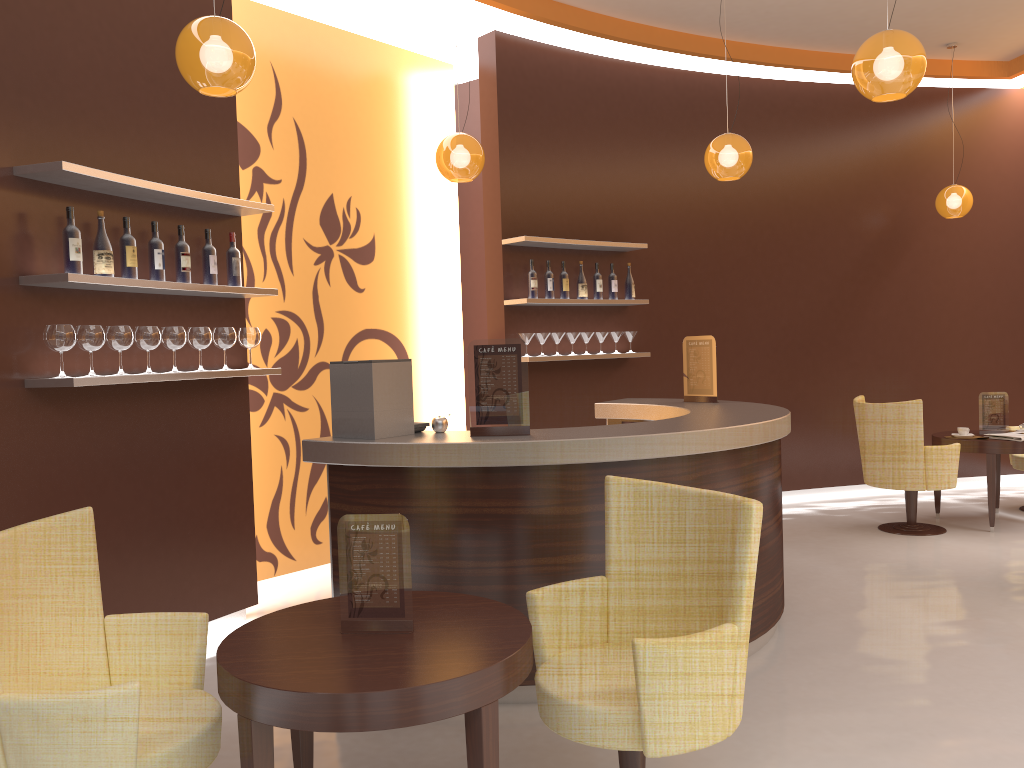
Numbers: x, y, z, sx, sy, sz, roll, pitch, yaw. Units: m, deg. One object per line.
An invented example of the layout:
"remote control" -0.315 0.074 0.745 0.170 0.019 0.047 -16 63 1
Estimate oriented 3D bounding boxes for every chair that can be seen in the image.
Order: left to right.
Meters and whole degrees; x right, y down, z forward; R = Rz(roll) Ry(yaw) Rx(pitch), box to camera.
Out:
"chair" -1.167 0.901 2.462 0.685 1.017 0.729 -2 2 -1
"chair" 0.407 0.839 2.743 0.685 1.017 0.729 -3 3 -30
"chair" 2.982 0.602 6.722 0.685 1.017 0.729 -2 2 -11
"chair" 4.479 0.532 7.273 0.685 1.017 0.729 -2 2 -9

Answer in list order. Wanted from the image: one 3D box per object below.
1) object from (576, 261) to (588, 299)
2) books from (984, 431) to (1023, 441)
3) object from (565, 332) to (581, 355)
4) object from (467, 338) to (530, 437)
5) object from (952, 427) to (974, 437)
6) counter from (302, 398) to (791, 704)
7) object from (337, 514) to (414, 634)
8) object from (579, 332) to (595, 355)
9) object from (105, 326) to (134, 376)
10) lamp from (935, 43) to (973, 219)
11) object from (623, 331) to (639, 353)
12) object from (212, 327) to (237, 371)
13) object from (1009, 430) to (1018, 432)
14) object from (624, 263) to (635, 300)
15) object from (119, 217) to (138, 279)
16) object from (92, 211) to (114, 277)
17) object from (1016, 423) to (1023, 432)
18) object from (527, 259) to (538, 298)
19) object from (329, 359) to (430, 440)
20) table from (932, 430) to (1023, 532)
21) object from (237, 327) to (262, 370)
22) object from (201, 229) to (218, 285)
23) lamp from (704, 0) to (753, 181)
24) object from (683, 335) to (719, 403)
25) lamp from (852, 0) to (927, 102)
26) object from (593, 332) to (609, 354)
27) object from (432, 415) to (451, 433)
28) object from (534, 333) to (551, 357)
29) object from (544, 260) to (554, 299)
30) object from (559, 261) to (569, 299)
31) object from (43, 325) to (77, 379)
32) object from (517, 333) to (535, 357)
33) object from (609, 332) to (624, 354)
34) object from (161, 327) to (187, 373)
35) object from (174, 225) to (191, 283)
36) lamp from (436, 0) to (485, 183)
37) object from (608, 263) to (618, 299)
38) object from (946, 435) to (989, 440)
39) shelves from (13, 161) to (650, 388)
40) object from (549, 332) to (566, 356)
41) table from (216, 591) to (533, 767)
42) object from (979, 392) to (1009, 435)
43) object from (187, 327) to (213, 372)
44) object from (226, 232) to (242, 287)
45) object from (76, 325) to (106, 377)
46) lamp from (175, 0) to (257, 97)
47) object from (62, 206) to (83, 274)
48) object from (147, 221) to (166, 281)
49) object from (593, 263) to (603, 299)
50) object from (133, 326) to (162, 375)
"object" 0.540 -0.801 6.879 0.086 0.303 0.086 -3 2 -24
"books" 3.797 0.390 6.646 0.367 0.035 0.345 -3 2 -18
"object" 0.465 -0.307 6.824 0.137 0.174 0.137 -3 3 -33
"object" -0.057 0.014 3.795 0.258 0.414 0.052 -2 2 6
"object" 3.466 0.372 6.816 0.153 0.069 0.153 -1 2 18
"counter" 0.594 0.719 4.622 1.586 1.100 2.917 0 3 37
"object" -0.388 0.536 2.515 0.209 0.335 0.042 -2 2 6
"object" 0.579 -0.315 6.916 0.137 0.174 0.137 -3 3 -33
"object" -1.760 -0.149 3.981 0.125 0.221 0.125 -1 2 17
"lamp" 3.861 -2.212 7.763 0.299 1.500 0.299 -2 2 -8
"object" 0.959 -0.337 7.184 0.137 0.174 0.137 -3 3 -33
"object" -1.485 -0.181 4.586 0.125 0.221 0.125 -1 2 17
"object" 4.082 0.375 6.972 0.239 0.021 0.464 -2 2 -12
"object" 0.947 -0.825 7.157 0.086 0.303 0.086 -2 2 6
"object" -1.750 -0.611 4.041 0.073 0.297 0.073 -4 3 -39
"object" -1.806 -0.610 3.909 0.086 0.303 0.086 -3 3 -29
"object" 4.062 0.346 6.975 0.153 0.069 0.153 -3 2 -25
"object" 0.150 -0.770 6.545 0.073 0.297 0.073 -1 3 30
"object" -0.590 0.060 4.030 0.270 0.340 0.373 0 3 37
"table" 3.761 0.738 6.916 0.872 0.679 0.874 -1 2 28
"object" -1.398 -0.189 4.731 0.125 0.221 0.125 -1 2 17
"object" -1.535 -0.636 4.495 0.073 0.297 0.073 -2 2 -11
"lamp" 1.349 -2.046 5.586 0.299 1.500 0.299 -1 2 10
"object" 1.169 -0.092 5.526 0.052 0.414 0.258 -4 3 -39
"lamp" 1.606 -1.986 3.805 0.299 1.500 0.299 -3 3 -30
"object" 0.704 -0.322 7.006 0.137 0.174 0.137 -3 3 -33
"object" -0.330 0.182 4.051 0.075 0.077 0.075 -4 3 -39
"object" 0.225 -0.294 6.630 0.137 0.174 0.137 -4 3 -43
"object" 0.278 -0.778 6.658 0.073 0.297 0.073 -1 3 30
"object" 0.396 -0.786 6.759 0.073 0.297 0.073 -2 2 -11
"object" -1.870 -0.133 3.679 0.125 0.221 0.125 -1 2 17
"object" 0.107 -0.286 6.530 0.137 0.174 0.137 -4 3 -43
"object" 0.833 -0.330 7.095 0.137 0.174 0.137 -1 2 17
"object" -1.632 -0.164 4.281 0.125 0.221 0.125 -1 2 17
"object" -1.613 -0.627 4.339 0.073 0.297 0.073 -2 2 2
"lamp" -0.333 -1.982 5.345 0.299 1.500 0.299 -1 2 10
"object" 0.801 -0.811 7.059 0.073 0.297 0.073 -1 3 30
"object" 3.449 0.402 6.812 0.239 0.021 0.464 -2 2 6
"shelves" -0.571 -0.554 5.504 0.586 0.902 4.744 0 3 39
"object" 0.343 -0.301 6.731 0.137 0.174 0.137 -3 3 -33
"table" -0.367 1.042 2.519 0.872 0.679 0.874 0 3 38
"object" 3.770 0.229 6.940 0.209 0.335 0.042 -1 2 15
"object" -1.559 -0.173 4.433 0.125 0.221 0.125 -1 2 17
"object" -1.458 -0.644 4.641 0.073 0.297 0.073 -2 2 2
"object" -1.818 -0.141 3.829 0.125 0.221 0.125 -1 2 17
"lamp" -1.164 -1.880 3.409 0.299 1.500 0.299 -3 3 -30
"object" -1.852 -0.596 3.732 0.073 0.297 0.073 -2 2 2
"object" -1.683 -0.619 4.194 0.073 0.297 0.073 -2 2 2
"object" 0.672 -0.803 6.967 0.073 0.297 0.073 -1 3 30
"object" -1.696 -0.157 4.131 0.125 0.221 0.125 -1 2 17
